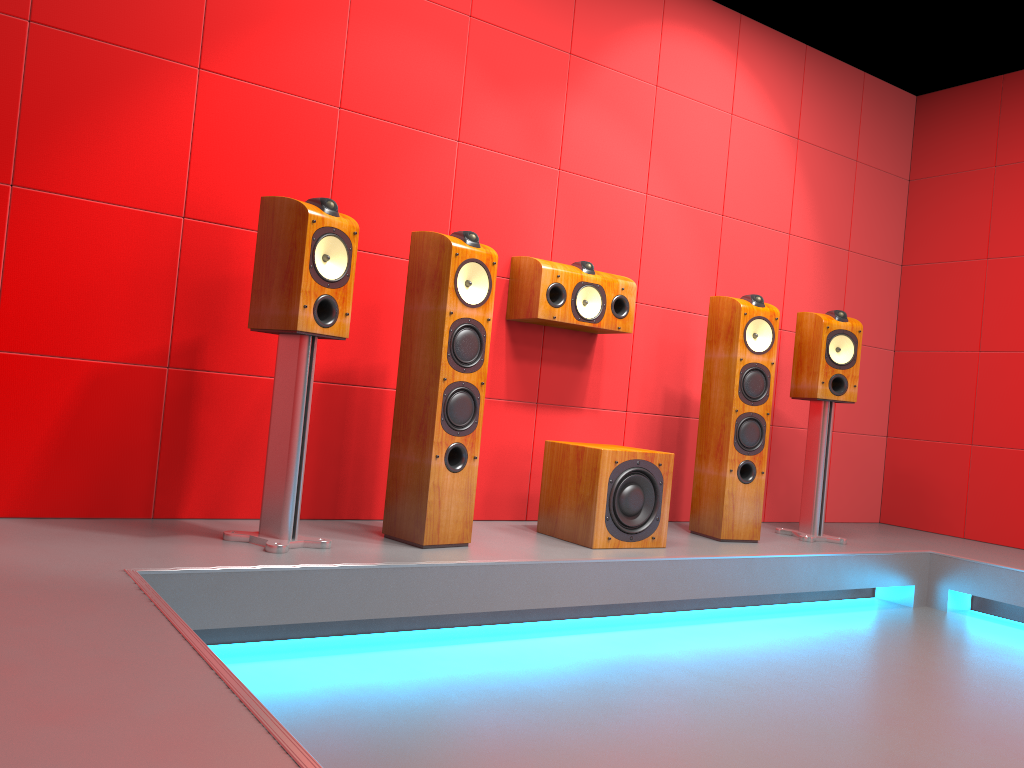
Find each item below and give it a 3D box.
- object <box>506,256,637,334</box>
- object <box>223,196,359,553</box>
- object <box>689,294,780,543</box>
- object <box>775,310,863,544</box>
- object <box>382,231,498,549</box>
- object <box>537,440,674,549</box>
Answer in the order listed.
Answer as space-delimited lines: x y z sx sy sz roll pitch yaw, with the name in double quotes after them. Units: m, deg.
0.255 -0.373 3.694 0.493 0.271 0.235 6 -1 -34 "object"
-0.665 -0.041 2.711 0.265 1.058 0.231 5 -1 36 "object"
0.963 0.139 3.828 0.203 1.052 0.238 6 -1 -24 "object"
1.430 0.187 4.113 0.231 1.058 0.265 6 -1 -14 "object"
-0.238 0.008 2.997 0.203 1.052 0.238 7 -2 -44 "object"
0.359 0.421 3.409 0.360 0.360 0.360 6 -1 -34 "object"
